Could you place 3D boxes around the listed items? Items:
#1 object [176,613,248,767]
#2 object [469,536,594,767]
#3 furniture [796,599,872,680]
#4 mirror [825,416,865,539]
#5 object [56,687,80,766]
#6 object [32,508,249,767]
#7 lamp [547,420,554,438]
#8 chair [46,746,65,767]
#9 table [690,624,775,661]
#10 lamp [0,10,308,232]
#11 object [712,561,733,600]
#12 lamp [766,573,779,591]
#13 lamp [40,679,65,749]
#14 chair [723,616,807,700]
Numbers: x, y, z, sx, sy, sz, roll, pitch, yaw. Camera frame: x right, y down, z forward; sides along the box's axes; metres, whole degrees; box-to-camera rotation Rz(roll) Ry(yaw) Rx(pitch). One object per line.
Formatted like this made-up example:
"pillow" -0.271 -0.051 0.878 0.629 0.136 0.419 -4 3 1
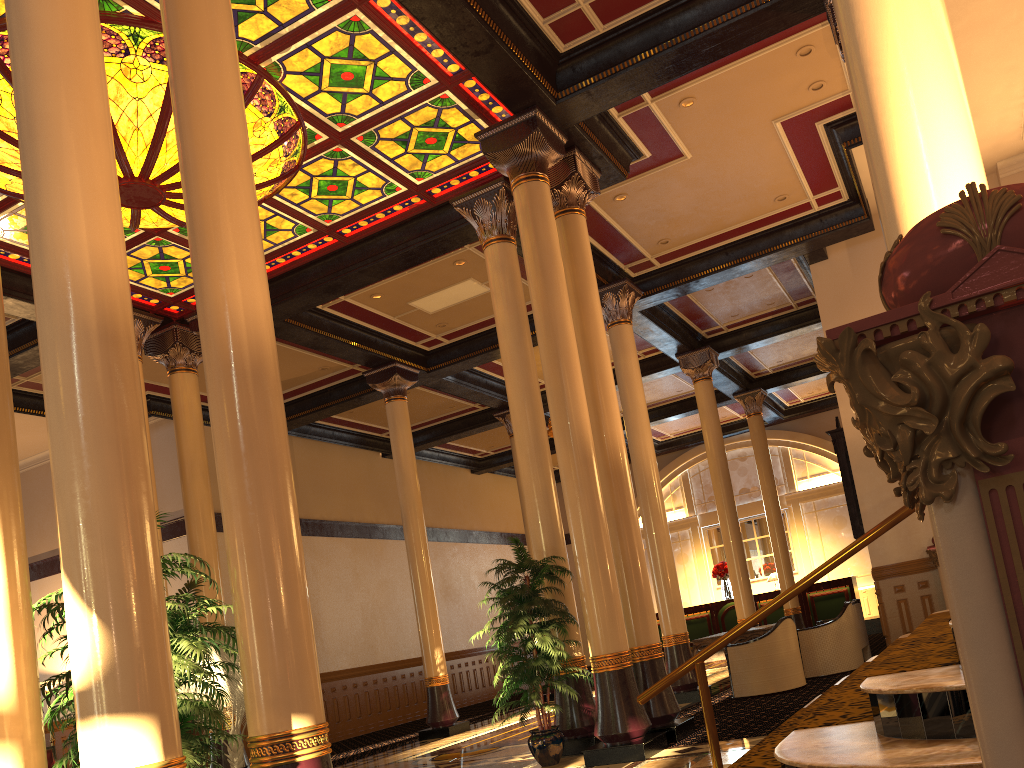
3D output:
"object" -3.077 3.589 9.982 1.799 2.223 2.157 -16 -13 28
"object" 0.182 2.487 8.115 1.025 2.105 1.116 -12 -9 14
"furniture" 4.690 3.676 12.658 0.797 0.921 2.262 -15 -16 25
"mirror" 5.200 1.453 13.323 0.252 1.943 1.851 -13 -12 25
"object" -6.982 5.744 14.467 1.093 2.105 1.047 -8 -9 -16
"object" -1.812 1.691 4.358 1.093 2.105 1.047 -8 -9 -16
"lamp" 1.159 0.429 15.781 1.174 1.865 1.236 -13 -10 19
"chair" -7.617 6.359 14.050 0.708 0.900 0.638 0 -14 -44
"table" 3.409 3.964 12.620 1.092 0.754 1.706 -17 -16 25
"lamp" -3.311 -1.925 7.610 2.957 0.587 3.133 -17 -18 22
"object" 2.339 -0.551 7.760 0.666 4.176 31.058 -11 -17 8
"lamp" 6.484 4.879 21.438 0.430 0.434 0.428 -6 -12 -19
"lamp" -7.865 6.105 14.887 0.588 1.969 0.585 -8 -8 -14
"chair" 3.253 3.454 11.029 0.990 0.893 0.764 2 -16 -44
